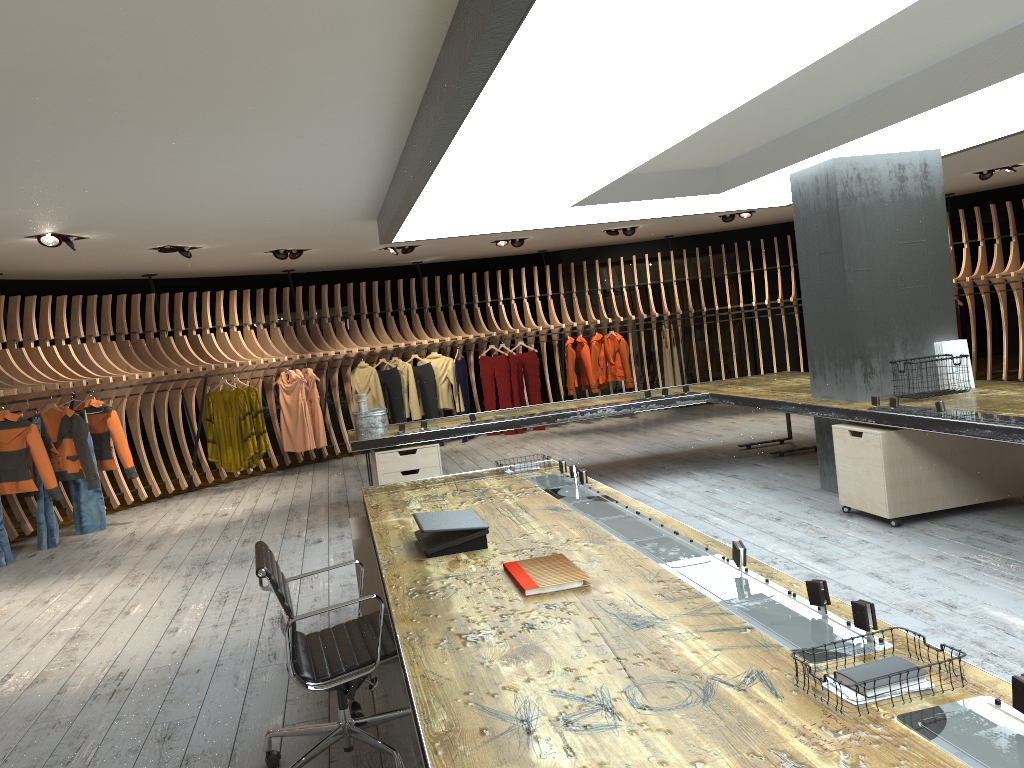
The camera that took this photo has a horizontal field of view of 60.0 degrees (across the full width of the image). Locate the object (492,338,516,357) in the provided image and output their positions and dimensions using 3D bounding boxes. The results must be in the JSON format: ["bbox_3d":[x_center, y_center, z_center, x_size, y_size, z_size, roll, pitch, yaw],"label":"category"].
[{"bbox_3d":[-0.139,-0.555,13.379,0.012,0.270,0.525,-9,4,-41],"label":"object"}]

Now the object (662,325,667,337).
[{"bbox_3d":[2.329,-0.854,13.621,0.012,0.270,0.525,-6,3,4],"label":"object"}]

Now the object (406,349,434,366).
[{"bbox_3d":[-1.401,-0.374,12.839,0.525,0.270,0.012,-6,3,13],"label":"object"}]

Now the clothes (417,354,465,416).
[{"bbox_3d":[-1.089,0.002,13.001,0.704,0.889,0.250,-6,3,9],"label":"clothes"}]

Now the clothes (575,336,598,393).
[{"bbox_3d":[1.121,-0.311,13.675,0.201,0.880,0.840,-7,3,-6],"label":"clothes"}]

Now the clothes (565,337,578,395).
[{"bbox_3d":[0.902,-0.280,13.595,0.201,0.880,0.840,-6,3,4],"label":"clothes"}]

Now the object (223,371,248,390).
[{"bbox_3d":[-3.456,-0.025,11.087,0.525,0.270,0.012,-6,3,18],"label":"object"}]

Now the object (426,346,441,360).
[{"bbox_3d":[-1.135,-0.416,12.992,0.525,0.270,0.012,-6,3,13],"label":"object"}]

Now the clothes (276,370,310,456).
[{"bbox_3d":[-2.888,0.392,11.696,0.447,1.155,0.125,-5,3,23],"label":"clothes"}]

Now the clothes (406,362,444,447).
[{"bbox_3d":[-1.311,0.367,12.878,0.539,1.352,0.088,-6,3,13],"label":"clothes"}]

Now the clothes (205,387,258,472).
[{"bbox_3d":[-3.479,0.571,10.950,0.664,1.044,0.169,-6,3,19],"label":"clothes"}]

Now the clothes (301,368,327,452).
[{"bbox_3d":[-2.687,0.357,11.890,0.447,1.155,0.125,-4,4,43],"label":"clothes"}]

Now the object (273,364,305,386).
[{"bbox_3d":[-2.952,-0.123,11.675,0.525,0.270,0.012,-5,3,23],"label":"object"}]

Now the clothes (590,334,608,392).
[{"bbox_3d":[1.335,-0.334,13.648,0.200,0.880,0.840,-6,3,19],"label":"clothes"}]

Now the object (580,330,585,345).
[{"bbox_3d":[1.060,-0.710,13.635,0.012,0.270,0.525,-7,3,-6],"label":"object"}]

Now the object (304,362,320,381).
[{"bbox_3d":[-2.743,-0.159,11.863,0.525,0.270,0.012,-3,4,43],"label":"object"}]

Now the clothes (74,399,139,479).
[{"bbox_3d":[-4.377,0.595,9.350,0.839,0.880,0.201,-6,3,19],"label":"clothes"}]

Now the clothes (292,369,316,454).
[{"bbox_3d":[-2.807,0.378,11.780,0.125,1.155,0.447,-9,4,-42],"label":"clothes"}]

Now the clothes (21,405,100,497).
[{"bbox_3d":[-4.501,0.647,8.789,0.839,0.880,0.201,-6,3,9],"label":"clothes"}]

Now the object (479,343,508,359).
[{"bbox_3d":[-0.298,-0.534,13.333,0.525,0.270,0.012,-4,3,33],"label":"object"}]

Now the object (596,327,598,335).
[{"bbox_3d":[1.311,-0.739,13.643,0.012,0.270,0.526,-6,3,19],"label":"object"}]

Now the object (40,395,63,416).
[{"bbox_3d":[-4.565,0.246,8.791,0.525,0.270,0.012,-6,3,8],"label":"object"}]

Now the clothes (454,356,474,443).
[{"bbox_3d":[-0.711,0.274,13.183,0.087,1.352,0.540,-6,3,13],"label":"clothes"}]

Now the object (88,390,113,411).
[{"bbox_3d":[-4.411,0.193,9.309,0.525,0.270,0.012,-6,3,18],"label":"object"}]

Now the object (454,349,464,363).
[{"bbox_3d":[-0.792,-0.467,13.145,0.012,0.270,0.526,-6,3,14],"label":"object"}]

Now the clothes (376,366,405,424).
[{"bbox_3d":[-1.751,0.434,12.615,0.539,1.352,0.088,-5,3,23],"label":"clothes"}]

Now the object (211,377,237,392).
[{"bbox_3d":[-3.558,-0.004,10.937,0.525,0.270,0.012,-6,3,18],"label":"object"}]

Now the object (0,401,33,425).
[{"bbox_3d":[-4.701,0.295,8.216,0.525,0.270,0.012,-6,3,3],"label":"object"}]

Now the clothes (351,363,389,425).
[{"bbox_3d":[-2.047,0.151,12.426,0.704,0.889,0.250,-4,4,39],"label":"clothes"}]

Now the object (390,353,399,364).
[{"bbox_3d":[-1.671,-0.333,12.699,0.525,0.270,0.012,-4,3,33],"label":"object"}]

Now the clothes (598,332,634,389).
[{"bbox_3d":[1.579,-0.362,13.646,0.201,0.880,0.839,-8,3,-31],"label":"clothes"}]

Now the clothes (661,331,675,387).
[{"bbox_3d":[2.395,-0.330,13.651,0.096,0.988,0.465,-7,3,1],"label":"clothes"}]

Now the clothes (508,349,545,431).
[{"bbox_3d":[0.219,0.156,13.484,0.551,1.337,0.093,-5,3,29],"label":"clothes"}]

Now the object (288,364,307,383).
[{"bbox_3d":[-2.870,-0.138,11.761,0.012,0.270,0.525,-9,4,-41],"label":"object"}]

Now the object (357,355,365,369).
[{"bbox_3d":[-2.088,-0.267,12.415,0.525,0.270,0.012,-3,4,43],"label":"object"}]

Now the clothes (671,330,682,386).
[{"bbox_3d":[2.515,-0.344,13.648,0.096,0.988,0.465,-6,3,6],"label":"clothes"}]

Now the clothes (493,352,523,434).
[{"bbox_3d":[-0.059,0.193,13.411,0.093,1.336,0.551,-9,4,-41],"label":"clothes"}]

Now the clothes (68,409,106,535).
[{"bbox_3d":[-4.405,0.969,9.109,0.309,1.420,0.200,-9,3,-39],"label":"clothes"}]

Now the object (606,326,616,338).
[{"bbox_3d":[1.537,-0.766,13.654,0.012,0.270,0.525,-8,4,-31],"label":"object"}]

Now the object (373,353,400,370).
[{"bbox_3d":[-1.832,-0.308,12.586,0.525,0.270,0.012,-5,3,23],"label":"object"}]

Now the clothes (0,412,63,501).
[{"bbox_3d":[-4.673,0.698,8.253,0.839,0.880,0.201,-6,3,4],"label":"clothes"}]

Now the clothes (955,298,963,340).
[{"bbox_3d":[6.063,-0.609,12.125,0.444,1.128,0.126,-9,3,-39],"label":"clothes"}]

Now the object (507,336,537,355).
[{"bbox_3d":[0.137,-0.592,13.454,0.525,0.270,0.012,-5,3,28],"label":"object"}]

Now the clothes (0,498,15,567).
[{"bbox_3d":[-4.648,1.069,7.948,0.200,1.420,0.308,-8,3,-34],"label":"clothes"}]

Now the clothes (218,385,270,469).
[{"bbox_3d":[-3.377,0.550,11.100,0.664,1.044,0.169,-6,3,19],"label":"clothes"}]

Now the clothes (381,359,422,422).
[{"bbox_3d":[-1.616,0.083,12.727,0.704,0.889,0.250,-5,3,29],"label":"clothes"}]

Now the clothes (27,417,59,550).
[{"bbox_3d":[-4.544,1.021,8.532,0.200,1.420,0.309,-8,3,-19],"label":"clothes"}]

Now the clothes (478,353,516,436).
[{"bbox_3d":[-0.217,0.214,13.364,0.551,1.337,0.093,-5,3,34],"label":"clothes"}]
